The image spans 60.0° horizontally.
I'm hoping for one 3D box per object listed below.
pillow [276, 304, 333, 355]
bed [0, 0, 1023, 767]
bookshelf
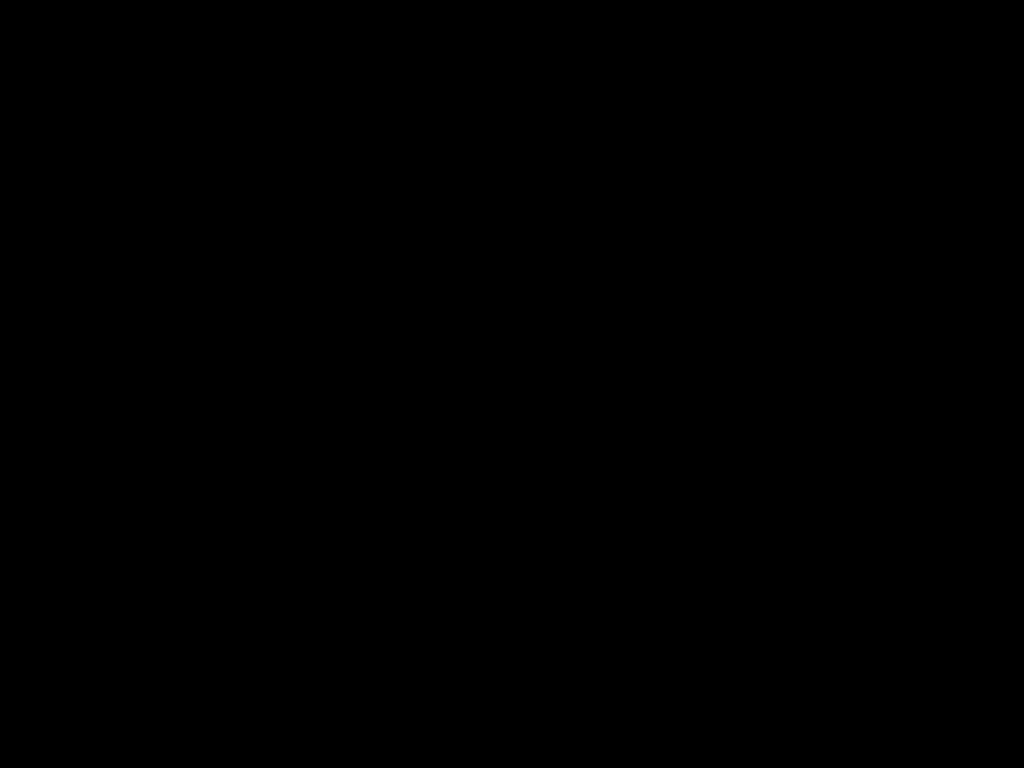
[{"bbox_3d":[-0.317,-0.138,0.937,0.470,0.241,0.498,1,-4,-38],"label":"pillow"},{"bbox_3d":[1.272,-0.269,0.716,3.009,0.994,2.087,-1,-3,-3],"label":"bed"},{"bbox_3d":[-0.541,0.114,0.592,0.643,0.303,1.495,-1,-3,-3],"label":"bookshelf"}]
